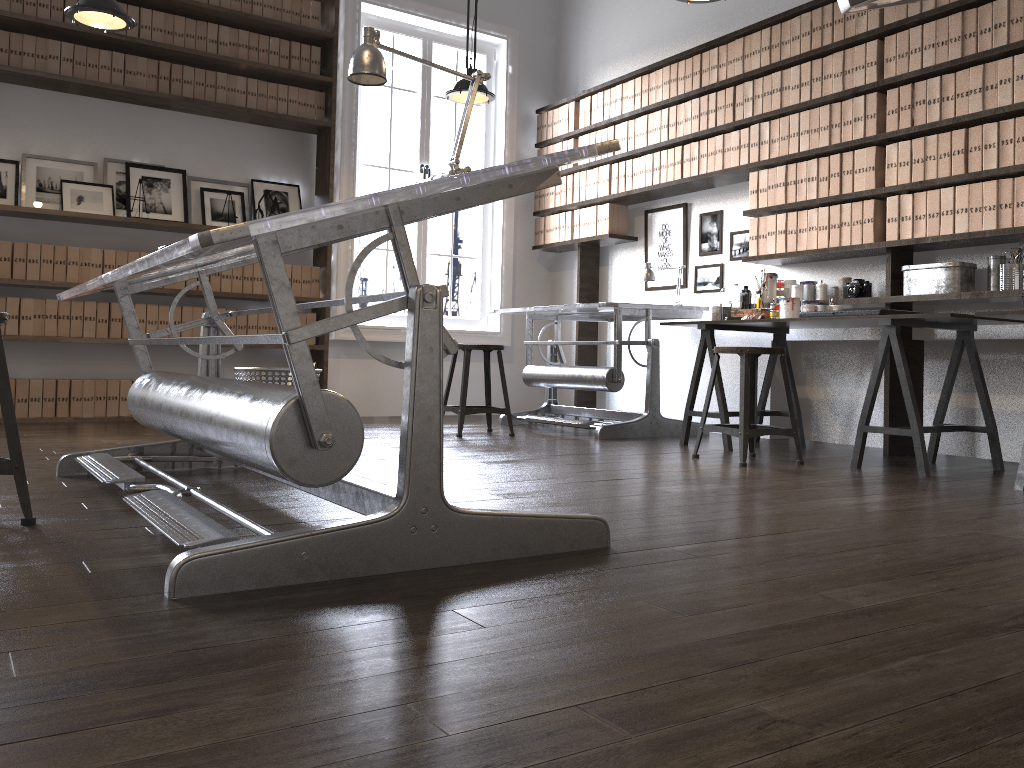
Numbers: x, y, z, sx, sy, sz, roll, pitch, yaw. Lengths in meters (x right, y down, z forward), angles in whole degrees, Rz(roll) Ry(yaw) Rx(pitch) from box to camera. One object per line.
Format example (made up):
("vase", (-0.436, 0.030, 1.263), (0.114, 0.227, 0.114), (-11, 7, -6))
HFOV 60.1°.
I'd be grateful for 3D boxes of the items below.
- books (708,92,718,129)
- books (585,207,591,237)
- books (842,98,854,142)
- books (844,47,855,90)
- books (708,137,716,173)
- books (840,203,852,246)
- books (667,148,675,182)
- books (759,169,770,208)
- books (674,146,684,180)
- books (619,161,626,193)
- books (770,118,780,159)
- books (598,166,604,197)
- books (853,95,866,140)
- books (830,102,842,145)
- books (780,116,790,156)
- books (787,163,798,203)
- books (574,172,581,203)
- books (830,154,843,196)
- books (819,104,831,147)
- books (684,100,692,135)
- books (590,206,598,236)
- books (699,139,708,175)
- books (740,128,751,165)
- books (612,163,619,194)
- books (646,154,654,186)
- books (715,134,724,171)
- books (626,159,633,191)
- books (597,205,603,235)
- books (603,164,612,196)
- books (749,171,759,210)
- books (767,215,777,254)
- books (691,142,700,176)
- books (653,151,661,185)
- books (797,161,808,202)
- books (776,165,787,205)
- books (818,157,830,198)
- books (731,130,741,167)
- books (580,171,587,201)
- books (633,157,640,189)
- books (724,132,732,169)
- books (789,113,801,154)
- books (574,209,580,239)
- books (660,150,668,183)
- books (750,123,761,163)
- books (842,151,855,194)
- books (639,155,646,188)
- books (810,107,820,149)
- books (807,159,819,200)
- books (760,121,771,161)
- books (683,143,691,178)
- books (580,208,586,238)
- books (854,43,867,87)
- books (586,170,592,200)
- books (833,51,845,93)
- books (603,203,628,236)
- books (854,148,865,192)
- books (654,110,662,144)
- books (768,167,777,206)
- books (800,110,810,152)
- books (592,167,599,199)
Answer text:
("books", (1.305, -1.680, 5.510), (0.174, 0.226, 0.066), (2, -1, -33))
("books", (0.628, -1.179, 6.520), (0.174, 0.226, 0.066), (2, -1, -33))
("books", (1.829, -1.377, 4.686), (0.174, 0.226, 0.066), (2, -1, -33))
("books", (1.840, -1.645, 4.684), (0.174, 0.226, 0.066), (2, -1, -33))
("books", (1.301, -1.405, 5.501), (0.174, 0.226, 0.066), (2, -1, -33))
("books", (1.814, -0.829, 4.670), (0.174, 0.226, 0.066), (2, -1, -33))
("books", (1.105, -1.418, 5.805), (0.174, 0.226, 0.066), (2, -1, -33))
("books", (1.519, -1.120, 5.142), (0.174, 0.226, 0.066), (2, -1, -33))
("books", (1.141, -1.415, 5.739), (0.174, 0.226, 0.067), (2, -1, -33))
("books", (0.838, -1.435, 6.207), (0.174, 0.226, 0.067), (2, -1, -33))
("books", (1.569, -1.395, 5.090), (0.174, 0.226, 0.066), (2, -1, -33))
("books", (0.713, -1.451, 6.406), (0.174, 0.226, 0.066), (2, -1, -33))
("books", (1.864, -1.375, 4.624), (0.174, 0.226, 0.066), (2, -1, -33))
("books", (1.790, -1.380, 4.746), (0.174, 0.226, 0.066), (2, -1, -33))
("books", (1.605, -1.392, 5.030), (0.174, 0.226, 0.066), (2, -1, -33))
("books", (1.628, -1.113, 4.978), (0.174, 0.226, 0.066), (2, -1, -33))
("books", (0.553, -1.461, 6.644), (0.174, 0.226, 0.066), (2, -1, -33))
("books", (1.781, -1.103, 4.734), (0.174, 0.226, 0.067), (2, -1, -33))
("books", (1.749, -1.382, 4.799), (0.174, 0.226, 0.067), (2, -1, -33))
("books", (1.191, -1.688, 5.684), (0.174, 0.226, 0.066), (2, -1, -33))
("books", (0.660, -1.176, 6.462), (0.174, 0.226, 0.067), (2, -1, -33))
("books", (1.263, -1.408, 5.560), (0.174, 0.226, 0.066), (2, -1, -33))
("books", (1.444, -1.395, 5.272), (0.174, 0.226, 0.067), (2, -1, -33))
("books", (0.795, -1.438, 6.277), (0.174, 0.226, 0.066), (2, -1, -33))
("books", (0.990, -1.425, 5.970), (0.174, 0.226, 0.066), (2, -1, -33))
("books", (1.333, -1.403, 5.441), (0.174, 0.226, 0.067), (2, -1, -33))
("books", (0.879, -1.433, 6.151), (0.174, 0.226, 0.066), (2, -1, -33))
("books", (0.704, -1.174, 6.407), (0.174, 0.226, 0.066), (2, -1, -33))
("books", (0.744, -1.448, 6.350), (0.174, 0.226, 0.067), (2, -1, -33))
("books", (1.478, -1.122, 5.201), (0.174, 0.226, 0.067), (2, -1, -33))
("books", (1.547, -0.847, 5.081), (0.174, 0.226, 0.066), (2, -1, -33))
("books", (1.221, -1.410, 5.617), (0.174, 0.226, 0.066), (2, -1, -33))
("books", (1.029, -1.423, 5.909), (0.174, 0.226, 0.067), (2, -1, -33))
("books", (1.667, -1.110, 4.918), (0.174, 0.226, 0.066), (2, -1, -33))
("books", (1.587, -1.115, 5.031), (0.174, 0.226, 0.067), (2, -1, -33))
("books", (1.745, -1.105, 4.799), (0.174, 0.226, 0.066), (2, -1, -33))
("books", (1.406, -1.398, 5.334), (0.174, 0.226, 0.066), (2, -1, -33))
("books", (0.596, -1.458, 6.585), (0.174, 0.226, 0.066), (2, -1, -33))
("books", (0.919, -1.430, 6.093), (0.174, 0.226, 0.066), (2, -1, -33))
("books", (1.373, -1.400, 5.387), (0.174, 0.226, 0.066), (2, -1, -33))
("books", (1.640, -1.390, 4.969), (0.174, 0.226, 0.067), (2, -1, -33))
("books", (0.552, -1.183, 6.632), (0.174, 0.226, 0.067), (2, -1, -33))
("books", (1.067, -1.420, 5.858), (0.174, 0.226, 0.066), (2, -1, -33))
("books", (1.485, -1.400, 5.205), (0.174, 0.226, 0.066), (2, -1, -33))
("books", (1.826, -1.100, 4.674), (0.174, 0.226, 0.066), (2, -1, -33))
("books", (0.953, -1.428, 6.032), (0.174, 0.226, 0.066), (2, -1, -33))
("books", (1.717, -1.385, 4.858), (0.174, 0.226, 0.066), (2, -1, -33))
("books", (1.702, -1.108, 4.857), (0.174, 0.226, 0.066), (2, -1, -33))
("books", (1.528, -1.397, 5.146), (0.174, 0.226, 0.066), (2, -1, -33))
("books", (1.186, -1.413, 5.680), (0.174, 0.226, 0.066), (2, -1, -33))
("books", (0.593, -1.181, 6.572), (0.174, 0.226, 0.066), (2, -1, -33))
("books", (1.873, -1.643, 4.631), (0.174, 0.226, 0.066), (2, -1, -33))
("books", (0.637, -1.456, 6.529), (0.174, 0.226, 0.066), (2, -1, -33))
("books", (1.800, -1.647, 4.738), (0.174, 0.226, 0.067), (2, -1, -33))
("books", (0.741, -1.171, 6.347), (0.174, 0.226, 0.066), (2, -1, -33))
("books", (1.865, -1.097, 4.609), (0.174, 0.226, 0.066), (2, -1, -33))
("books", (1.037, -1.698, 5.921), (0.174, 0.226, 0.066), (2, -1, -33))
("books", (1.554, -1.118, 5.090), (0.174, 0.226, 0.066), (2, -1, -33))
("books", (1.681, -1.387, 4.909), (0.174, 0.226, 0.066), (2, -1, -33))
("books", (0.673, -1.453, 6.469), (0.174, 0.226, 0.066), (2, -1, -33))
